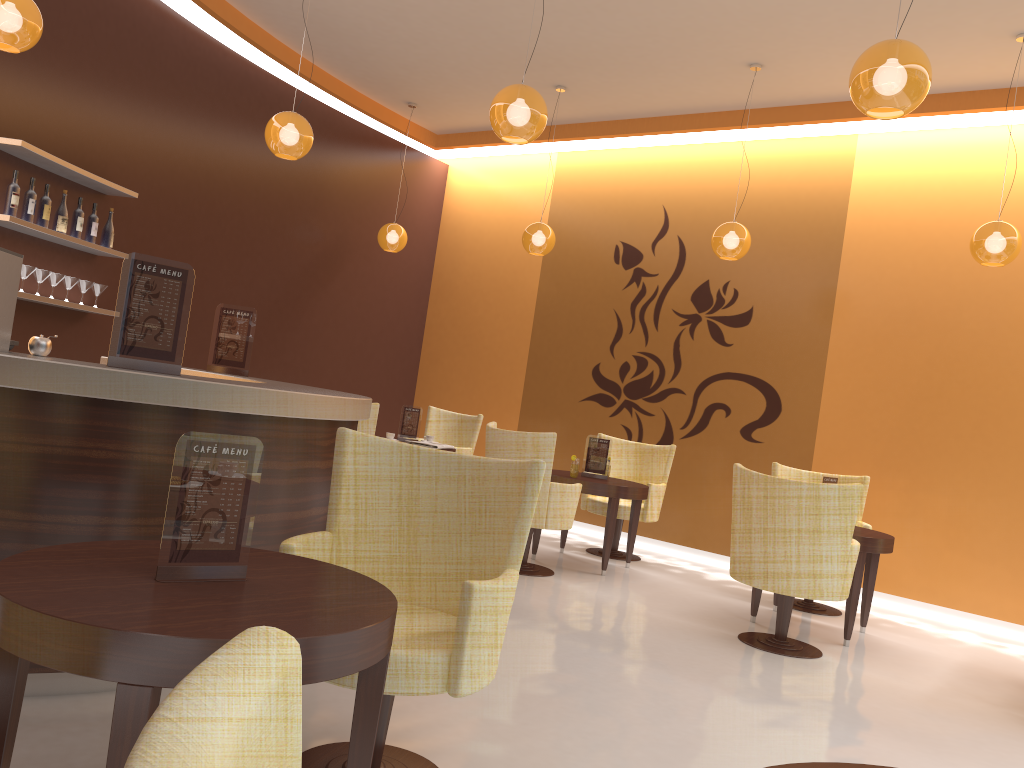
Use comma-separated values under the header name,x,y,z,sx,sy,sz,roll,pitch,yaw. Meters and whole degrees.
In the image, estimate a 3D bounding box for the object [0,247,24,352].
name,x,y,z,sx,sy,sz,roll,pitch,yaw
object,-1.836,-0.297,2.984,0.270,0.340,0.373,9,-1,-9

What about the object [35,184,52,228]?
name,x,y,z,sx,sy,sz,roll,pitch,yaw
object,-2.981,-1.128,5.655,0.073,0.297,0.073,8,-1,34

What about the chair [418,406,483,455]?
name,x,y,z,sx,sy,sz,roll,pitch,yaw
chair,-0.722,0.751,8.823,0.729,1.017,0.685,8,-1,36

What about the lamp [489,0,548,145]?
name,x,y,z,sx,sy,sz,roll,pitch,yaw
lamp,0.122,-1.981,4.529,0.299,1.500,0.299,8,-1,14

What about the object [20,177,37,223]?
name,x,y,z,sx,sy,sz,roll,pitch,yaw
object,-2.992,-1.132,5.500,0.073,0.297,0.073,9,-1,-16

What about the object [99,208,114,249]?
name,x,y,z,sx,sy,sz,roll,pitch,yaw
object,-2.880,-1.105,6.328,0.086,0.303,0.086,9,-1,-39

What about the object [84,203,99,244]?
name,x,y,z,sx,sy,sz,roll,pitch,yaw
object,-2.912,-1.108,6.154,0.073,0.297,0.073,9,-1,-16

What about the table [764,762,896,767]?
name,x,y,z,sx,sy,sz,roll,pitch,yaw
table,0.605,0.963,1.023,0.872,0.679,0.874,8,-1,-7

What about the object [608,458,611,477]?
name,x,y,z,sx,sy,sz,roll,pitch,yaw
object,0.779,0.682,7.278,0.067,0.171,0.072,8,-1,-6

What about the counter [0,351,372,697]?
name,x,y,z,sx,sy,sz,roll,pitch,yaw
counter,-1.535,0.499,4.194,1.586,1.100,2.917,9,-1,-9

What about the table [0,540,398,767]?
name,x,y,z,sx,sy,sz,roll,pitch,yaw
table,-0.745,0.785,2.016,0.872,0.679,0.874,8,-1,-7

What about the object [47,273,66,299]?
name,x,y,z,sx,sy,sz,roll,pitch,yaw
object,-3.033,-0.643,5.862,0.137,0.174,0.137,8,-1,12

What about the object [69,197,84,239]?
name,x,y,z,sx,sy,sz,roll,pitch,yaw
object,-2.937,-1.114,5.998,0.073,0.297,0.073,9,-1,-16

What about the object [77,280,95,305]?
name,x,y,z,sx,sy,sz,roll,pitch,yaw
object,-2.984,-0.630,6.168,0.137,0.174,0.137,9,-1,-29

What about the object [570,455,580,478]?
name,x,y,z,sx,sy,sz,roll,pitch,yaw
object,0.481,0.628,6.759,0.067,0.171,0.072,8,-1,19

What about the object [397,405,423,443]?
name,x,y,z,sx,sy,sz,roll,pitch,yaw
object,-0.931,0.365,8.107,0.209,0.335,0.042,9,-1,-31

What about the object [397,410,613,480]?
name,x,y,z,sx,sy,sz,roll,pitch,yaw
object,-0.099,0.476,7.568,2.090,0.335,0.187,8,-1,33

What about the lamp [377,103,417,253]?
name,x,y,z,sx,sy,sz,roll,pitch,yaw
lamp,-1.111,-2.076,8.918,0.299,1.500,0.299,8,-1,36

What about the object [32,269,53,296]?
name,x,y,z,sx,sy,sz,roll,pitch,yaw
object,-3.047,-0.648,5.716,0.137,0.174,0.137,8,-1,12

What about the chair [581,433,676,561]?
name,x,y,z,sx,sy,sz,roll,pitch,yaw
chair,0.974,0.977,7.711,0.729,1.017,0.685,8,-1,24

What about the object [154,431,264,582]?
name,x,y,z,sx,sy,sz,roll,pitch,yaw
object,-0.686,0.281,2.033,0.209,0.335,0.042,9,-1,-40

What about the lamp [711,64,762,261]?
name,x,y,z,sx,sy,sz,roll,pitch,yaw
lamp,1.761,-1.697,6.781,0.299,1.500,0.299,9,-1,-28

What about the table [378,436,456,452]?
name,x,y,z,sx,sy,sz,roll,pitch,yaw
table,-0.991,0.867,8.049,0.872,0.679,0.874,9,-1,-17

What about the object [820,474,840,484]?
name,x,y,z,sx,sy,sz,roll,pitch,yaw
object,2.075,0.760,5.831,0.209,0.335,0.042,9,-1,-36

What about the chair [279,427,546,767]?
name,x,y,z,sx,sy,sz,roll,pitch,yaw
chair,-0.343,0.687,2.736,0.729,1.017,0.685,8,-1,14

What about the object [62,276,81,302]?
name,x,y,z,sx,sy,sz,roll,pitch,yaw
object,-3.010,-0.637,6.014,0.137,0.174,0.137,8,-1,12

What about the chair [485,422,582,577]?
name,x,y,z,sx,sy,sz,roll,pitch,yaw
chair,0.106,0.824,6.376,0.685,1.017,0.729,9,-1,-37

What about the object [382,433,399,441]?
name,x,y,z,sx,sy,sz,roll,pitch,yaw
object,-1.072,0.467,7.795,0.153,0.069,0.153,9,-1,-27

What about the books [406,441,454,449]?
name,x,y,z,sx,sy,sz,roll,pitch,yaw
books,-0.725,0.543,7.909,0.345,0.035,0.367,8,-1,26

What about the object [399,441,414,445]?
name,x,y,z,sx,sy,sz,roll,pitch,yaw
object,-1.085,0.494,7.778,0.239,0.021,0.464,9,-1,-40

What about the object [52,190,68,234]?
name,x,y,z,sx,sy,sz,roll,pitch,yaw
object,-2.966,-1.127,5.842,0.086,0.303,0.086,8,-1,20

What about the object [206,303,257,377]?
name,x,y,z,sx,sy,sz,roll,pitch,yaw
object,-1.669,-0.264,5.292,0.258,0.414,0.052,8,-1,5

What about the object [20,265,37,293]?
name,x,y,z,sx,sy,sz,roll,pitch,yaw
object,-3.066,-0.655,5.563,0.137,0.174,0.137,8,-1,12

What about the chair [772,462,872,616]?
name,x,y,z,sx,sy,sz,roll,pitch,yaw
chair,2.266,1.145,6.603,0.729,1.017,0.685,8,-1,4

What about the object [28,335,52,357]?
name,x,y,z,sx,sy,sz,roll,pitch,yaw
object,-1.689,-0.138,3.175,0.075,0.077,0.075,8,-1,5

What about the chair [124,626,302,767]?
name,x,y,z,sx,sy,sz,roll,pitch,yaw
chair,0.105,0.707,0.434,0.729,1.017,0.685,7,-1,39

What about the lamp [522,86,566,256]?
name,x,y,z,sx,sy,sz,roll,pitch,yaw
lamp,0.325,-1.886,7.850,0.299,1.500,0.299,9,-1,-11

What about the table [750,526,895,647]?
name,x,y,z,sx,sy,sz,roll,pitch,yaw
table,1.994,1.261,5.827,0.872,0.679,0.874,9,-1,-17

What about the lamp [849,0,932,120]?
name,x,y,z,sx,sy,sz,roll,pitch,yaw
lamp,1.558,-1.792,3.460,0.299,1.500,0.299,9,-2,-43

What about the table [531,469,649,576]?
name,x,y,z,sx,sy,sz,roll,pitch,yaw
table,0.594,1.079,6.998,0.872,0.679,0.874,9,-1,-22

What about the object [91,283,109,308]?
name,x,y,z,sx,sy,sz,roll,pitch,yaw
object,-2.959,-0.623,6.322,0.137,0.174,0.137,8,-1,12

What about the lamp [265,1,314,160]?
name,x,y,z,sx,sy,sz,roll,pitch,yaw
lamp,-1.314,-2.171,5.597,0.299,1.500,0.299,9,-1,-36

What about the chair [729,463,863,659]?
name,x,y,z,sx,sy,sz,roll,pitch,yaw
chair,1.615,1.021,5.147,0.729,1.017,0.685,8,-1,33

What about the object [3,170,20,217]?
name,x,y,z,sx,sy,sz,roll,pitch,yaw
object,-3.001,-1.137,5.329,0.073,0.297,0.073,9,-1,-16

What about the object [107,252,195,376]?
name,x,y,z,sx,sy,sz,roll,pitch,yaw
object,-1.296,-0.251,3.201,0.258,0.414,0.052,9,-1,-40

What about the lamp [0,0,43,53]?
name,x,y,z,sx,sy,sz,roll,pitch,yaw
lamp,-2.309,-2.343,4.230,0.299,1.500,0.299,9,-1,-36

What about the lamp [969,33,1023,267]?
name,x,y,z,sx,sy,sz,roll,pitch,yaw
lamp,3.197,-1.507,5.713,0.299,1.500,0.299,8,-1,36

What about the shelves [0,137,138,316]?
name,x,y,z,sx,sy,sz,roll,pitch,yaw
shelves,-2.786,-0.976,4.073,0.586,0.902,4.744,8,-1,-6

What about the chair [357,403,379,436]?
name,x,y,z,sx,sy,sz,roll,pitch,yaw
chair,-1.370,0.627,7.369,0.729,1.017,0.685,8,-1,33

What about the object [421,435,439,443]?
name,x,y,z,sx,sy,sz,roll,pitch,yaw
object,-0.771,0.522,8.331,0.153,0.069,0.153,8,-1,20
